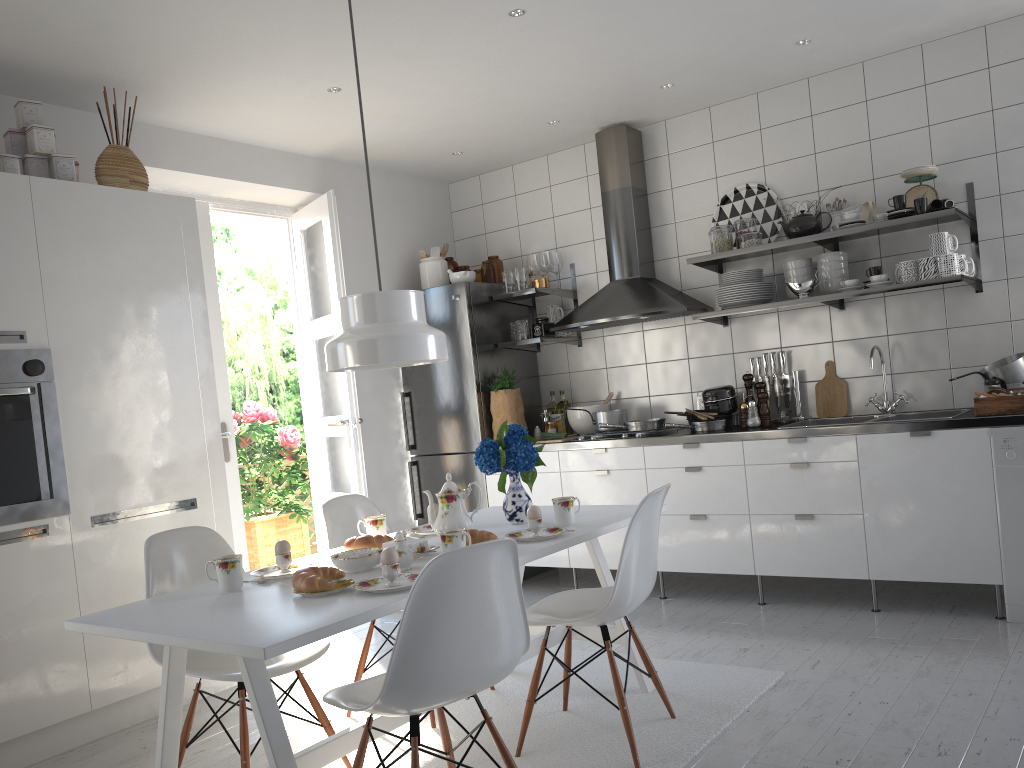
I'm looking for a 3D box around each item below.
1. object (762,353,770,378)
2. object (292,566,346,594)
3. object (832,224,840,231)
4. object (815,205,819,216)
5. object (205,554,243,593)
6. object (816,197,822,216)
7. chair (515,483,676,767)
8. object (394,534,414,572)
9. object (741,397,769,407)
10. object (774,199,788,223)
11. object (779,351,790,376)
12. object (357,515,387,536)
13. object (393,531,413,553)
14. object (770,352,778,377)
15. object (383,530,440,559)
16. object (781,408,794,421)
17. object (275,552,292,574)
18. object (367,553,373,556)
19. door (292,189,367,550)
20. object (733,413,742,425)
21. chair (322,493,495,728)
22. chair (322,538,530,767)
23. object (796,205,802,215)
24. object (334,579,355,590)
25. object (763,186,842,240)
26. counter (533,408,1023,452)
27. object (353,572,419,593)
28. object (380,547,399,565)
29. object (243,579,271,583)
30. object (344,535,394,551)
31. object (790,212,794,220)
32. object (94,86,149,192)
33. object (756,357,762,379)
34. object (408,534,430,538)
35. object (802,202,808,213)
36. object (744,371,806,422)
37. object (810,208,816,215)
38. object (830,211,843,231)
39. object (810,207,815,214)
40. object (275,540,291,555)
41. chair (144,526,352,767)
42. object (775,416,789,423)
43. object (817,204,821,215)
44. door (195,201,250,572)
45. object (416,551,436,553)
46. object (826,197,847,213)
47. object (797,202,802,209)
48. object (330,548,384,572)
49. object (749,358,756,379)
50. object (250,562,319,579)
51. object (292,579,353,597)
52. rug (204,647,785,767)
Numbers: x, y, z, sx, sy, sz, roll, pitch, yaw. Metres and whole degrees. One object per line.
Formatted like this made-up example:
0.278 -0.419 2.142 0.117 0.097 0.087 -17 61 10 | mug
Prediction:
1.350 -0.099 4.704 0.033 0.132 0.022 -5 2 41 | object
-0.511 0.507 2.316 0.124 0.057 0.161 -6 0 1 | object
1.577 -0.738 4.248 0.079 0.048 0.082 -6 0 11 | object
1.499 -0.798 4.426 0.090 0.181 0.023 -6 2 9 | object
-0.787 0.527 2.456 0.091 0.095 0.078 -6 1 23 | object
1.523 -0.823 4.459 0.086 0.227 0.027 -5 2 19 | object
0.269 0.731 2.815 0.543 0.801 0.464 -6 1 26 | chair
-0.312 0.475 2.502 0.069 0.102 0.065 -5 1 36 | object
1.277 0.139 4.665 0.115 0.145 0.127 -6 1 -15 | object
1.386 -0.818 4.473 0.113 0.250 0.021 -5 2 41 | object
1.429 -0.108 4.645 0.046 0.132 0.022 -5 2 40 | object
-0.467 0.501 3.026 0.078 0.095 0.090 -5 1 35 | object
-0.323 0.477 2.569 0.069 0.102 0.065 -5 1 36 | object
1.384 -0.103 4.679 0.033 0.132 0.022 -5 2 41 | object
-0.328 0.488 2.719 0.187 0.084 0.140 -6 0 36 | object
1.436 0.160 4.617 0.069 0.068 0.029 -6 1 41 | object
-0.677 0.531 2.633 0.048 0.057 0.048 -6 1 -13 | object
-0.406 0.489 2.535 0.031 0.032 0.138 -6 -1 -9 | object
-1.024 0.127 5.059 0.156 2.329 0.603 -7 2 -34 | door
1.206 0.186 4.746 0.066 0.067 0.052 -6 1 -3 | object
-0.410 0.808 3.335 0.543 0.801 0.464 -5 1 31 | chair
-0.196 0.772 2.193 0.464 0.801 0.543 -7 1 -39 | chair
1.476 -0.814 4.519 0.028 0.220 0.100 -6 1 8 | object
-0.460 0.522 2.301 0.109 0.036 0.070 -6 0 -5 | object
1.471 -0.841 4.465 0.378 0.279 0.197 -6 1 19 | object
1.322 0.227 4.422 3.245 0.045 0.649 -6 -1 36 | counter
-0.307 0.515 2.283 0.200 0.016 0.201 -5 -1 -39 | object
-0.314 0.451 2.282 0.048 0.063 0.048 -5 1 40 | object
-0.743 0.566 2.545 0.140 0.011 0.032 -6 -1 33 | object
-0.464 0.509 2.846 0.161 0.057 0.124 -6 0 1 | object
1.440 -0.792 4.526 0.023 0.186 0.080 -6 1 10 | object
-1.592 -0.965 3.588 0.091 0.452 0.229 -5 2 37 | object
1.320 -0.087 4.729 0.028 0.114 0.019 -5 2 32 | object
-0.339 0.530 3.096 0.140 0.011 0.032 -6 -1 40 | object
1.504 -0.821 4.514 0.025 0.227 0.085 -6 1 6 | object
1.384 0.073 4.698 0.322 0.261 0.066 -6 1 36 | object
1.494 -0.800 4.480 0.153 0.187 0.029 -6 1 -40 | object
1.611 -0.782 4.366 0.084 0.130 0.084 -6 1 15 | object
1.504 -0.800 4.459 0.081 0.187 0.023 -7 2 -45 | object
-0.680 0.494 2.632 0.048 0.063 0.048 -5 1 40 | object
-0.846 0.846 2.739 0.543 0.801 0.464 -5 1 36 | chair
1.394 0.183 4.568 0.072 0.031 0.070 -6 0 36 | object
1.521 -0.804 4.437 0.063 0.190 0.023 -5 2 18 | object
-1.714 0.193 4.597 0.157 2.329 0.600 -5 2 36 | door
-0.313 0.507 2.649 0.180 0.001 0.022 -6 -1 10 | object
1.608 -0.824 4.378 0.105 0.203 0.077 -5 1 34 | object
1.481 -0.821 4.538 0.029 0.232 0.063 -5 2 24 | object
-0.446 0.512 2.576 0.158 0.058 0.158 -6 0 26 | object
1.291 -0.084 4.749 0.028 0.114 0.019 -5 2 32 | object
-0.674 0.557 2.634 0.200 0.016 0.201 -6 -1 -9 | object
-0.493 0.535 2.309 0.158 0.016 0.158 -6 -1 6 | object
-0.251 1.188 2.759 1.429 0.004 2.304 -6 -1 36 | rug
